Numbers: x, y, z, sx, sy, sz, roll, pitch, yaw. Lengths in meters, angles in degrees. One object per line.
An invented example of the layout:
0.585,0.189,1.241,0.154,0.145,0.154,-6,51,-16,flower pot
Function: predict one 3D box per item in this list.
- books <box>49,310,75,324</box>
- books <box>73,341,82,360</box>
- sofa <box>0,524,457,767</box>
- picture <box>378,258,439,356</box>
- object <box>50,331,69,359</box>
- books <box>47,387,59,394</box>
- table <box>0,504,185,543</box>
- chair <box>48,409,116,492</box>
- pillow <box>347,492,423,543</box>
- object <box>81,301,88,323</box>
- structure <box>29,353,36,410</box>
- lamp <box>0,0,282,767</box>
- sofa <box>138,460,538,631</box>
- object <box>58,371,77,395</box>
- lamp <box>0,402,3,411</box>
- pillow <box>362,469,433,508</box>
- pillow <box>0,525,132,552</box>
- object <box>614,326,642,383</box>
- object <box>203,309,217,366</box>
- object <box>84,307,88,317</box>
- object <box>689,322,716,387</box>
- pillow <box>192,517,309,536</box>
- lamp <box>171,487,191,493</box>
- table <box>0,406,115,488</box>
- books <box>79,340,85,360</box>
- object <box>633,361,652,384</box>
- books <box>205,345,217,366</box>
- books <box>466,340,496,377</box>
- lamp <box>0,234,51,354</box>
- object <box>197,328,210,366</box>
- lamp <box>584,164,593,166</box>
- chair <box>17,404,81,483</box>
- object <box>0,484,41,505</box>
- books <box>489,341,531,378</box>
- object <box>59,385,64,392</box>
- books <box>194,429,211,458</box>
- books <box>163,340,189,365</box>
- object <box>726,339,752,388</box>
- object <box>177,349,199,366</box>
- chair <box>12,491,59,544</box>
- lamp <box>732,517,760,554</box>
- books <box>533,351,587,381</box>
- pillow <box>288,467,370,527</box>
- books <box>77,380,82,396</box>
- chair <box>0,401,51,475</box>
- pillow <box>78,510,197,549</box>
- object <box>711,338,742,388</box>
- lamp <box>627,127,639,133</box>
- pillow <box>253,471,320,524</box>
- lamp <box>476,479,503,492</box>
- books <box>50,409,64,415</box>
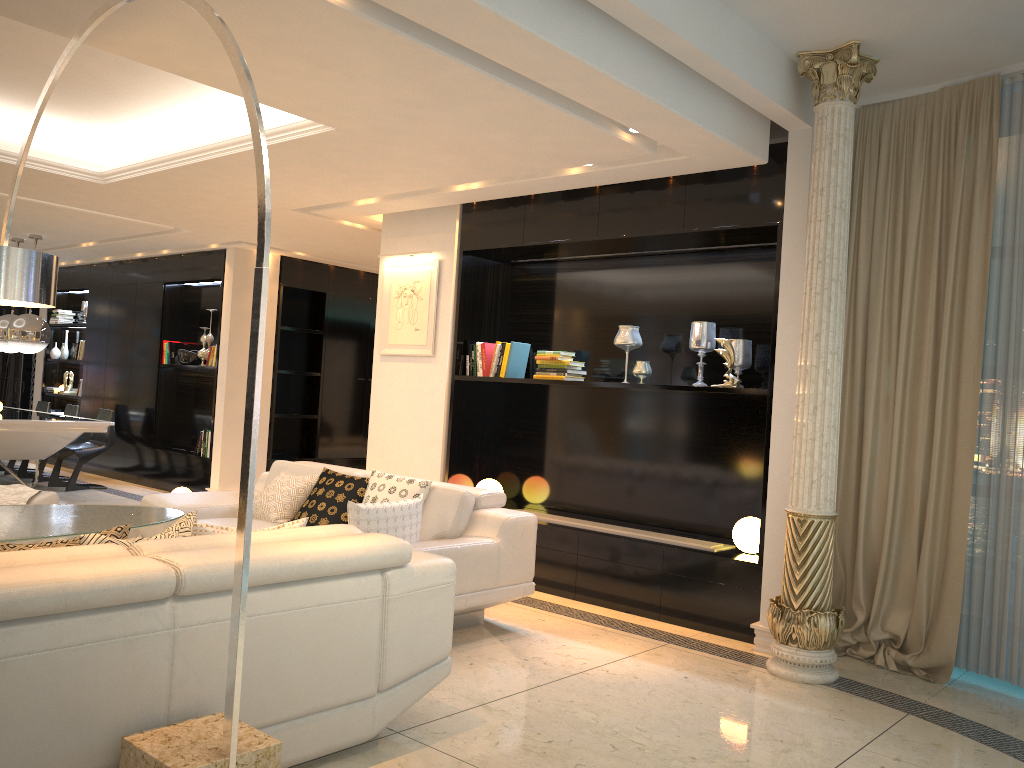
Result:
-6.081,-0.899,12.001,0.259,0.188,0.302,4,-1,-43,books
-5.589,-0.434,11.571,0.245,0.256,0.207,3,-1,40,books
-1.388,0.850,2.870,1.145,0.754,2.328,3,-1,41,sofa
-0.787,-0.582,6.769,0.610,0.729,0.027,3,-1,41,picture
-6.109,-0.530,11.972,0.180,0.395,0.210,3,-1,44,object
-6.132,0.091,11.986,0.266,0.073,0.209,3,-1,44,books
-2.432,0.873,3.756,0.999,0.565,2.140,3,-1,40,table
-4.610,0.693,9.529,0.523,0.858,0.496,3,-1,41,chair
-0.675,0.729,4.631,0.521,0.325,0.281,4,-1,-40,pillow
-5.607,-0.929,11.662,0.111,0.301,0.111,3,-1,36,object
-7.235,-1.037,14.785,3.425,4.134,1.964,3,-1,41,structure
-1.418,-0.036,2.955,2.009,2.519,0.393,3,-1,41,lamp
-1.099,0.903,5.201,2.328,0.754,1.145,3,-1,41,sofa
-5.862,-0.012,11.712,0.177,0.311,0.177,3,-1,41,object
-5.506,0.241,9.468,0.125,0.125,0.125,4,-1,1,lamp
-0.726,0.703,5.014,0.526,0.399,0.255,3,-1,41,pillow
-1.485,0.631,2.726,0.575,0.436,0.301,4,-1,-43,pillow
0.757,-0.188,5.828,0.181,0.381,0.181,3,-1,35,object
-3.245,-0.494,9.524,0.121,0.612,0.121,3,-1,36,object
-5.528,-0.886,11.584,0.104,0.224,0.104,3,-1,43,object
1.195,-0.173,5.585,0.156,0.426,0.156,4,-1,-44,object
-0.986,0.677,3.241,0.463,0.380,0.222,5,-1,-45,pillow
-3.162,1.092,8.483,0.212,0.214,0.213,4,-1,-10,lamp
-5.610,0.678,9.517,3.031,0.759,1.293,3,-1,41,table
-5.430,-0.428,11.435,0.252,0.261,0.212,3,-1,41,books
0.842,-0.070,5.733,0.119,0.154,0.119,4,-1,-40,object
-3.100,-0.297,9.409,0.290,0.238,0.189,3,-1,39,books
-0.197,-0.181,6.535,0.240,0.270,0.208,3,-1,41,books
-5.487,-0.949,9.602,1.827,1.226,0.408,3,-1,41,lamp
-3.349,-0.401,9.642,0.121,0.416,0.121,3,-1,36,object
0.440,-1.339,5.176,0.107,0.127,0.107,3,-1,22,lamp
-5.253,0.660,10.082,0.523,0.858,0.496,3,-1,41,chair
-3.452,0.829,4.982,1.347,0.580,0.972,4,-1,-12,object
-0.018,-0.168,6.387,0.210,0.261,0.212,3,-1,41,books
-5.981,0.072,11.834,0.125,0.125,0.125,4,-1,-10,object
-3.190,0.620,9.404,0.345,0.296,0.222,3,-1,41,books
-3.796,-0.348,10.010,0.236,0.270,0.210,3,-1,40,books
1.383,-0.109,5.411,0.147,0.317,0.147,3,-1,43,object
-3.575,-0.287,9.793,0.375,0.177,0.193,3,-1,42,object
-3.346,0.640,5.176,0.983,0.991,1.027,3,-1,40,chair
1.406,0.889,5.216,0.213,0.214,0.212,4,-1,1,lamp
0.331,-0.121,6.115,0.296,0.197,0.260,3,-1,43,books
-1.102,0.698,5.279,0.524,0.355,0.323,3,-1,41,pillow
-5.471,0.046,11.433,0.284,0.232,0.182,3,-1,44,books
-5.864,0.629,10.608,0.523,0.858,0.496,3,-1,41,chair
-1.223,0.656,2.920,0.288,0.429,0.587,3,-1,16,pillow
1.255,-0.122,5.196,0.182,0.293,0.116,3,-1,38,object
0.638,-1.349,4.521,0.107,0.127,0.107,3,-1,22,lamp
-1.457,0.714,5.569,0.521,0.329,0.351,3,-1,41,pillow
-0.171,0.809,6.574,0.212,0.214,0.213,4,-1,-10,lamp
-6.211,0.481,12.022,0.236,0.270,0.210,3,-1,40,books
